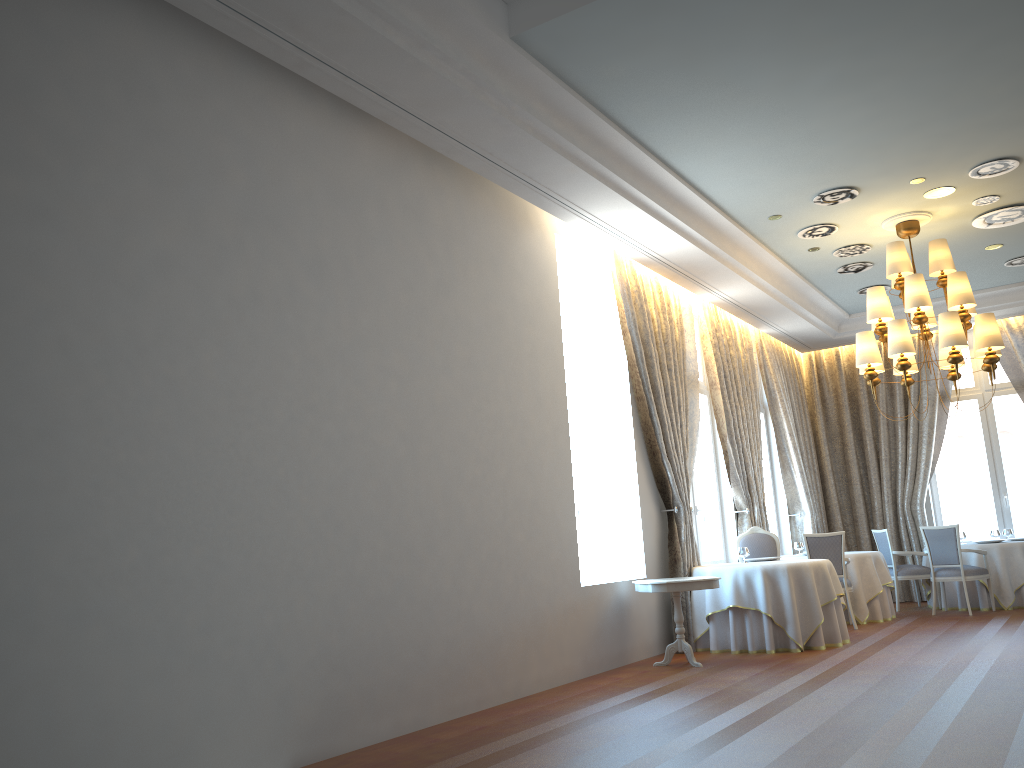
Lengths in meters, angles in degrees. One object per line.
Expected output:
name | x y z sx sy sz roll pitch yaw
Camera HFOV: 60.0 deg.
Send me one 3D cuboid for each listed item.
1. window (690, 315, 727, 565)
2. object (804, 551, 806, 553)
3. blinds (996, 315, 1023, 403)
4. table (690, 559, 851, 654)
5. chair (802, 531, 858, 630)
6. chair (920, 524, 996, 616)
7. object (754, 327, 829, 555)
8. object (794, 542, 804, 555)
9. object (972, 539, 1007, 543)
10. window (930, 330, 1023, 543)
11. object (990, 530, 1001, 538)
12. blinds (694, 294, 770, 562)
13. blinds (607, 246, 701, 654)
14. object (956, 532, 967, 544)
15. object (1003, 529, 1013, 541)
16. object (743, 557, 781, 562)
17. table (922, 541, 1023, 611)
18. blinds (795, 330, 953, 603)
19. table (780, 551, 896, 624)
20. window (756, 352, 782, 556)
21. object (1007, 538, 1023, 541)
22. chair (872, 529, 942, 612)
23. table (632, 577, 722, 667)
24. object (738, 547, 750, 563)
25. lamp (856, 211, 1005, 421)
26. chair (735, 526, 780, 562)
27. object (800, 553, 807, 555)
window | 2.186 0.597 10.917 0.259 3.306 1.882 -10 -13 31
object | 4.168 2.277 12.032 0.419 0.036 0.419 -10 -13 31
blinds | 8.200 0.532 12.375 2.476 4.901 0.386 -10 -13 32
table | 2.627 2.328 9.317 1.663 0.890 1.667 -8 -12 21
chair | 3.701 2.322 10.509 0.650 1.108 0.629 -5 -11 7
chair | 5.637 2.349 11.289 0.629 1.108 0.650 6 -15 -42
object | 4.357 1.048 13.564 0.386 4.901 2.121 -10 -13 32
object | 3.869 2.214 11.948 0.128 0.165 0.128 -10 -13 32
object | 6.331 2.087 11.755 0.419 0.036 0.419 -10 -13 31
window | 7.259 0.764 13.460 1.881 3.306 0.196 -10 -13 32
object | 6.547 2.057 12.007 0.128 0.165 0.128 -10 -13 32
blinds | 3.110 0.741 11.791 0.335 4.969 2.257 -10 -13 32
blinds | 1.750 0.438 9.765 0.315 4.930 2.204 -10 -13 32
object | 6.122 2.096 12.073 0.128 0.165 0.128 -10 -13 32
object | 6.878 2.091 12.297 0.128 0.165 0.128 -10 -13 32
object | 2.764 1.934 9.779 0.419 0.036 0.419 -10 -13 31
table | 6.501 2.614 12.092 1.663 0.890 1.667 5 -14 -38
blinds | 5.798 0.974 13.894 2.535 4.901 0.386 -10 -13 32
table | 4.071 2.654 11.501 1.667 0.890 1.663 -9 -12 26
window | 3.466 0.900 12.924 0.196 3.306 1.881 -10 -13 32
object | 6.893 2.092 11.962 0.419 0.036 0.419 -10 -13 31
chair | 5.447 2.549 12.272 0.629 1.108 0.650 -3 -11 -2
table | 1.547 2.207 8.166 0.761 0.801 0.760 0 -11 -18
object | 2.505 1.848 9.585 0.128 0.165 0.128 -6 -11 14
lamp | 4.274 -0.716 9.261 1.373 2.121 1.373 0 -11 -20
chair | 2.887 2.244 10.136 0.563 1.233 0.690 -5 -11 7
object | 3.842 2.132 11.170 0.419 0.036 0.419 -10 -13 31
